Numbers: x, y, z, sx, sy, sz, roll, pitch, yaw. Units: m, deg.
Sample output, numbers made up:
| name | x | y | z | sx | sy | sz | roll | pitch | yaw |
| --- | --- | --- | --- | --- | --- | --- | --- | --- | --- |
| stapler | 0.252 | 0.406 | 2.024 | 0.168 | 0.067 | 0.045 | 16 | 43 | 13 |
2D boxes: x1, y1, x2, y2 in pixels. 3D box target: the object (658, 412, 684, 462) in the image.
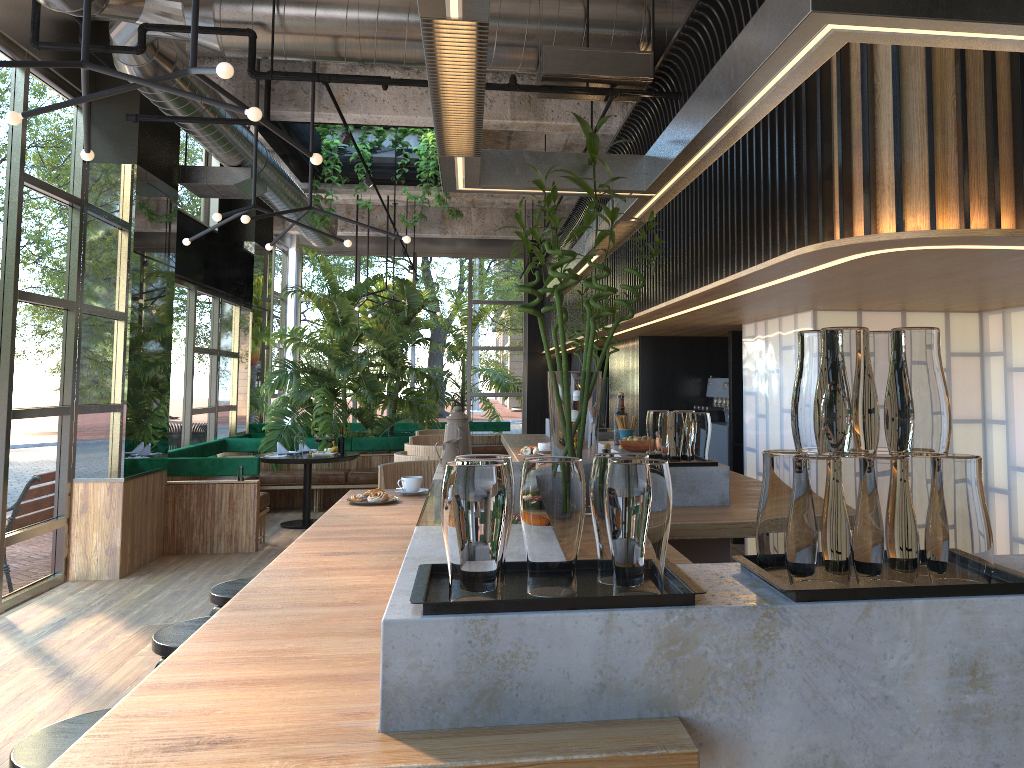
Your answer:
| name | x | y | z | sx | sy | sz | roll | pitch | yaw |
| --- | --- | --- | --- | --- | --- | --- | --- | --- | --- |
| object | 0.639 | 0.219 | 3.564 | 0.100 | 0.210 | 0.110 | -3 | -5 | 40 |

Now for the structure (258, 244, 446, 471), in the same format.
| name | x | y | z | sx | sy | sz | roll | pitch | yaw |
| --- | --- | --- | --- | --- | --- | --- | --- | --- | --- |
| structure | -2.141 | -0.157 | 11.975 | 2.506 | 3.451 | 2.578 | 1 | -3 | -20 |

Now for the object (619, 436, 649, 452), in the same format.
| name | x | y | z | sx | sy | sz | roll | pitch | yaw |
| --- | --- | --- | --- | --- | --- | --- | --- | --- | --- |
| object | 0.600 | 0.284 | 4.261 | 0.190 | 0.073 | 0.229 | 0 | 0 | 15 |

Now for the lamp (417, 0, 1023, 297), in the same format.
| name | x | y | z | sx | sy | sz | roll | pitch | yaw |
| --- | --- | --- | --- | --- | --- | --- | --- | --- | --- |
| lamp | 1.807 | -1.863 | 5.247 | 5.068 | 2.140 | 6.602 | 0 | 0 | -11 |

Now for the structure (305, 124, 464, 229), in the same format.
| name | x | y | z | sx | sy | sz | roll | pitch | yaw |
| --- | --- | --- | --- | --- | --- | --- | --- | --- | --- |
| structure | -1.406 | -2.584 | 10.815 | 2.100 | 1.523 | 1.455 | 0 | -2 | 23 |

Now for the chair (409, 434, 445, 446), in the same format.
| name | x | y | z | sx | sy | sz | roll | pitch | yaw |
| --- | --- | --- | --- | --- | --- | --- | --- | --- | --- |
| chair | -0.506 | 0.885 | 6.716 | 0.570 | 0.973 | 0.522 | 2 | -4 | -30 |

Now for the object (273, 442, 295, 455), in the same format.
| name | x | y | z | sx | sy | sz | roll | pitch | yaw |
| --- | --- | --- | --- | --- | --- | --- | --- | --- | --- |
| object | -2.457 | 0.694 | 9.577 | 0.241 | 0.139 | 0.224 | 1 | -1 | -21 |

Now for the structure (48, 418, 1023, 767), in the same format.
| name | x | y | z | sx | sy | sz | roll | pitch | yaw |
| --- | --- | --- | --- | --- | --- | --- | --- | --- | --- |
| structure | 2.177 | 0.657 | 4.958 | 5.913 | 1.736 | 7.026 | 0 | 0 | -5 |

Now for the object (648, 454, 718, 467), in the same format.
| name | x | y | z | sx | sy | sz | roll | pitch | yaw |
| --- | --- | --- | --- | --- | --- | --- | --- | --- | --- |
| object | 0.665 | 0.314 | 3.673 | 0.276 | 0.019 | 0.431 | 0 | 0 | -4 |

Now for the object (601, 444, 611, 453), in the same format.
| name | x | y | z | sx | sy | sz | roll | pitch | yaw |
| --- | --- | --- | --- | --- | --- | --- | --- | --- | --- |
| object | 0.417 | 0.365 | 3.844 | 0.068 | 0.215 | 0.168 | -1 | -3 | 21 |

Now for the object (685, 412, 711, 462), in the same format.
| name | x | y | z | sx | sy | sz | roll | pitch | yaw |
| --- | --- | --- | --- | --- | --- | --- | --- | --- | --- |
| object | 0.748 | 0.219 | 3.568 | 0.100 | 0.210 | 0.110 | -3 | -5 | 40 |

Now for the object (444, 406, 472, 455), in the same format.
| name | x | y | z | sx | sy | sz | roll | pitch | yaw |
| --- | --- | --- | --- | --- | --- | --- | --- | --- | --- |
| object | -0.223 | 0.205 | 3.555 | 0.123 | 0.235 | 0.204 | 3 | -4 | -37 |

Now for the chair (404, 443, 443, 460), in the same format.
| name | x | y | z | sx | sy | sz | roll | pitch | yaw |
| --- | --- | --- | --- | --- | --- | --- | --- | --- | --- |
| chair | -0.453 | 0.886 | 5.978 | 0.533 | 0.973 | 0.559 | -1 | -4 | 18 |

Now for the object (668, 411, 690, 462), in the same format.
| name | x | y | z | sx | sy | sz | roll | pitch | yaw |
| --- | --- | --- | --- | --- | --- | --- | --- | --- | --- |
| object | 0.693 | 0.219 | 3.680 | 0.101 | 0.210 | 0.109 | -2 | -4 | 29 |

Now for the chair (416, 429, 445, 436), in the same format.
| name | x | y | z | sx | sy | sz | roll | pitch | yaw |
| --- | --- | --- | --- | --- | --- | --- | --- | --- | --- |
| chair | -0.545 | 0.883 | 7.516 | 0.544 | 0.973 | 0.548 | 0 | -3 | 5 |

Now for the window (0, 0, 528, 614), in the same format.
| name | x | y | z | sx | sy | sz | roll | pitch | yaw |
| --- | --- | --- | --- | --- | --- | --- | --- | --- | --- |
| window | -1.366 | -1.735 | 5.520 | 4.186 | 6.516 | 20.080 | 0 | 0 | -3 |

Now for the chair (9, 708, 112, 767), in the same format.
| name | x | y | z | sx | sy | sz | roll | pitch | yaw |
| --- | --- | --- | --- | --- | --- | --- | --- | --- | --- |
| chair | -0.939 | 1.176 | 2.062 | 0.529 | 0.699 | 0.498 | 1 | -3 | -17 |

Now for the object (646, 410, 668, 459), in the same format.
| name | x | y | z | sx | sy | sz | roll | pitch | yaw |
| --- | --- | --- | --- | --- | --- | --- | --- | --- | --- |
| object | 0.625 | 0.218 | 3.790 | 0.100 | 0.210 | 0.110 | -3 | -5 | 40 |

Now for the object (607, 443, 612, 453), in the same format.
| name | x | y | z | sx | sy | sz | roll | pitch | yaw |
| --- | --- | --- | --- | --- | --- | --- | --- | --- | --- |
| object | 0.423 | 0.368 | 3.917 | 0.073 | 0.211 | 0.067 | 3 | -5 | -38 |

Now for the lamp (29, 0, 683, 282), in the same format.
| name | x | y | z | sx | sy | sz | roll | pitch | yaw |
| --- | --- | --- | --- | --- | --- | --- | --- | --- | --- |
| lamp | -1.270 | -2.182 | 10.079 | 3.839 | 1.536 | 9.874 | 0 | 0 | -6 |

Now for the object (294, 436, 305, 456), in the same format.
| name | x | y | z | sx | sy | sz | roll | pitch | yaw |
| --- | --- | --- | --- | --- | --- | --- | --- | --- | --- |
| object | -2.239 | 0.655 | 9.343 | 0.101 | 0.210 | 0.109 | -2 | -4 | 29 |

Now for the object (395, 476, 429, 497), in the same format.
| name | x | y | z | sx | sy | sz | roll | pitch | yaw |
| --- | --- | --- | --- | --- | --- | --- | --- | --- | --- |
| object | -0.519 | 0.436 | 3.688 | 0.175 | 0.073 | 0.432 | 0 | 0 | 31 |

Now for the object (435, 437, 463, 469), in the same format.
| name | x | y | z | sx | sy | sz | roll | pitch | yaw |
| --- | --- | --- | --- | --- | --- | --- | --- | --- | --- |
| object | -0.235 | 0.263 | 3.351 | 0.099 | 0.120 | 0.087 | 0 | -3 | 3 |

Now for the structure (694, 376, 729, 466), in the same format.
| name | x | y | z | sx | sy | sz | roll | pitch | yaw |
| --- | --- | --- | --- | --- | --- | --- | --- | --- | --- |
| structure | 2.199 | 0.712 | 9.035 | 0.556 | 1.601 | 0.826 | 1 | -3 | -4 |

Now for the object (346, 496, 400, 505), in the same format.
| name | x | y | z | sx | sy | sz | roll | pitch | yaw |
| --- | --- | --- | --- | --- | --- | --- | --- | --- | --- |
| object | -0.555 | 0.466 | 3.547 | 0.197 | 0.013 | 0.214 | 0 | 0 | 31 |

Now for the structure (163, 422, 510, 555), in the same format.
| name | x | y | z | sx | sy | sz | roll | pitch | yaw |
| --- | --- | --- | --- | --- | --- | --- | --- | --- | --- |
| structure | -0.270 | 0.747 | 5.492 | 6.098 | 1.554 | 19.836 | 0 | 0 | -3 |

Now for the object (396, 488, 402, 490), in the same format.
| name | x | y | z | sx | sy | sz | roll | pitch | yaw |
| --- | --- | --- | --- | --- | --- | --- | --- | --- | --- |
| object | -0.481 | 0.458 | 3.890 | 0.030 | 0.027 | 0.130 | 1 | -1 | -27 |

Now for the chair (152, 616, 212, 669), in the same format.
| name | x | y | z | sx | sy | sz | roll | pitch | yaw |
| --- | --- | --- | --- | --- | --- | --- | --- | --- | --- |
| chair | -0.983 | 1.174 | 2.958 | 0.527 | 0.699 | 0.500 | 1 | -3 | -15 |

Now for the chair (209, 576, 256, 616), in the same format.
| name | x | y | z | sx | sy | sz | roll | pitch | yaw |
| --- | --- | --- | --- | --- | --- | --- | --- | --- | --- |
| chair | -1.015 | 1.173 | 3.598 | 0.524 | 0.699 | 0.503 | 1 | -3 | -10 |

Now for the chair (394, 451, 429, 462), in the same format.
| name | x | y | z | sx | sy | sz | roll | pitch | yaw |
| --- | --- | --- | --- | --- | --- | --- | --- | --- | --- |
| chair | -0.416 | 0.888 | 5.173 | 0.520 | 0.973 | 0.572 | -3 | -5 | 45 |

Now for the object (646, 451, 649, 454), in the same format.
| name | x | y | z | sx | sy | sz | roll | pitch | yaw |
| --- | --- | --- | --- | --- | --- | --- | --- | --- | --- |
| object | 0.671 | 0.267 | 4.065 | 0.086 | 0.107 | 0.160 | -2 | -2 | 41 |

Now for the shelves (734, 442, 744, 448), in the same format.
| name | x | y | z | sx | sy | sz | roll | pitch | yaw |
| --- | --- | --- | --- | --- | --- | --- | --- | --- | --- |
| shelves | 2.401 | 0.573 | 8.093 | 0.529 | 0.035 | 0.856 | 0 | 0 | -4 |

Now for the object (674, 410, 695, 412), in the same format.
| name | x | y | z | sx | sy | sz | roll | pitch | yaw |
| --- | --- | --- | --- | --- | --- | --- | --- | --- | --- |
| object | 0.740 | 0.219 | 3.813 | 0.100 | 0.210 | 0.110 | -3 | -5 | 40 |

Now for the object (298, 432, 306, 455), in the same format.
| name | x | y | z | sx | sy | sz | roll | pitch | yaw |
| --- | --- | --- | --- | --- | --- | --- | --- | --- | --- |
| object | -2.254 | 0.636 | 9.510 | 0.096 | 0.246 | 0.089 | 2 | -4 | -22 |

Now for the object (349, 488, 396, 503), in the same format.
| name | x | y | z | sx | sy | sz | roll | pitch | yaw |
| --- | --- | --- | --- | --- | --- | --- | --- | --- | --- |
| object | -0.550 | 0.447 | 3.542 | 0.155 | 0.053 | 0.160 | 0 | 0 | 39 |

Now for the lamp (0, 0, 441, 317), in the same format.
| name | x | y | z | sx | sy | sz | roll | pitch | yaw |
| --- | --- | --- | --- | --- | --- | --- | --- | --- | --- |
| lamp | -0.054 | -2.013 | 5.967 | 5.143 | 1.829 | 18.641 | 0 | 0 | -3 |

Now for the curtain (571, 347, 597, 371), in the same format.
| name | x | y | z | sx | sy | sz | roll | pitch | yaw |
| --- | --- | --- | --- | --- | --- | --- | --- | --- | --- |
| curtain | 1.102 | 0.468 | 13.802 | 0.123 | 2.066 | 3.229 | 1 | -1 | -3 |

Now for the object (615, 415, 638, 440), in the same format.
| name | x | y | z | sx | sy | sz | roll | pitch | yaw |
| --- | --- | --- | --- | --- | --- | --- | --- | --- | --- |
| object | 0.579 | 0.240 | 4.515 | 0.104 | 0.162 | 0.106 | -1 | -4 | 29 |

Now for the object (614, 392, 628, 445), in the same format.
| name | x | y | z | sx | sy | sz | roll | pitch | yaw |
| --- | --- | --- | --- | --- | --- | --- | --- | --- | --- |
| object | 0.576 | 0.182 | 4.686 | 0.072 | 0.278 | 0.078 | -2 | -5 | 31 |

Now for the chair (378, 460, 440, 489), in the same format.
| name | x | y | z | sx | sy | sz | roll | pitch | yaw |
| --- | --- | --- | --- | --- | --- | --- | --- | --- | --- |
| chair | -0.392 | 0.890 | 4.411 | 0.521 | 0.973 | 0.571 | -3 | -4 | 42 |
